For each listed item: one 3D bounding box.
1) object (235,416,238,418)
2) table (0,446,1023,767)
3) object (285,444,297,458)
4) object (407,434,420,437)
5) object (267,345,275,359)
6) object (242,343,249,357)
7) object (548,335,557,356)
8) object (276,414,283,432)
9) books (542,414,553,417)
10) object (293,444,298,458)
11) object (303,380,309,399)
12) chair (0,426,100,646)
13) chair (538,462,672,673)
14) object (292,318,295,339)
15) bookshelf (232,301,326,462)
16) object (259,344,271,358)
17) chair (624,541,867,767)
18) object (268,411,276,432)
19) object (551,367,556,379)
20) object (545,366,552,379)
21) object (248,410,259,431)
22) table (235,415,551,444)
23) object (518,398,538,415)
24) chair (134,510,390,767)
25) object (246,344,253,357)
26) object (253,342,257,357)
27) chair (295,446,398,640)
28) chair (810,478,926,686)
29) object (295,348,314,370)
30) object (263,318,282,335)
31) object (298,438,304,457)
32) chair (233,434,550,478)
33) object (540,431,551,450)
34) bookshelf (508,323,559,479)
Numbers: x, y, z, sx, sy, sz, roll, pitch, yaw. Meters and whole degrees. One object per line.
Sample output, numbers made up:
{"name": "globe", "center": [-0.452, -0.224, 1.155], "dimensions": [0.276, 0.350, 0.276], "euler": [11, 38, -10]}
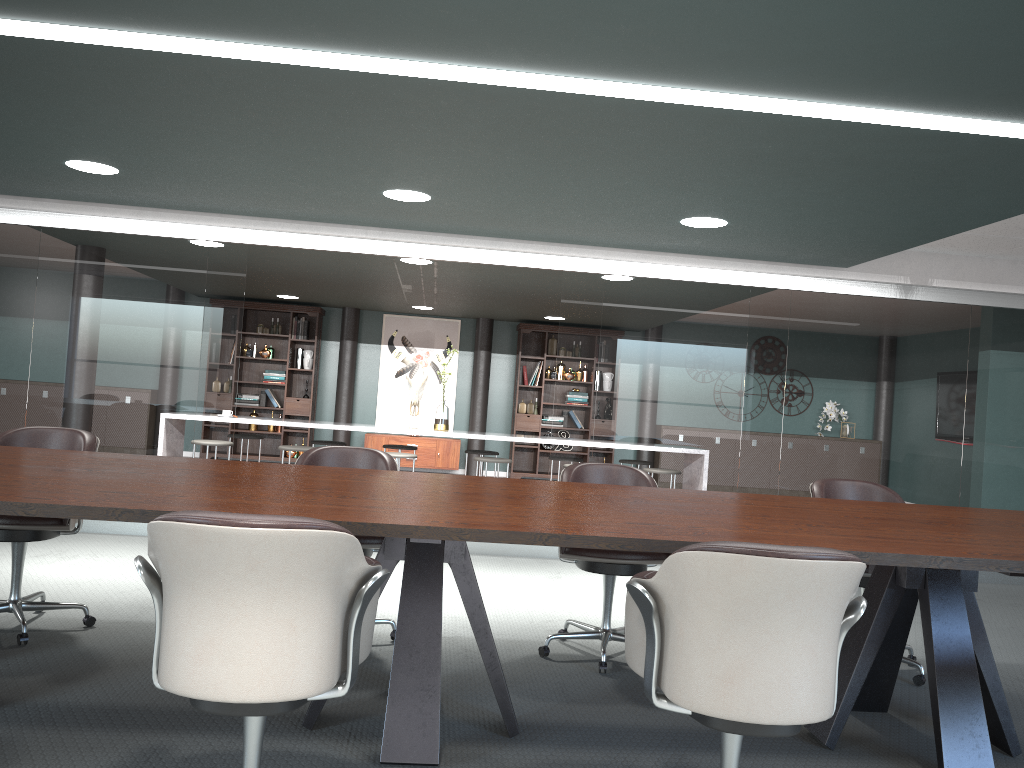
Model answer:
{"name": "object", "center": [-2.296, 0.268, 7.362], "dimensions": [0.041, 0.021, 0.044], "euler": [4, -1, 7]}
{"name": "table", "center": [-1.093, 0.626, 2.634], "dimensions": [6.694, 0.706, 1.374], "euler": [4, -1, -5]}
{"name": "object", "center": [-2.739, 0.828, 10.981], "dimensions": [0.144, 0.175, 0.073], "euler": [4, -1, -3]}
{"name": "object", "center": [-1.262, 0.616, 11.346], "dimensions": [0.245, 0.112, 0.261], "euler": [4, -1, 2]}
{"name": "object", "center": [-3.020, -0.398, 11.095], "dimensions": [0.099, 0.169, 0.099], "euler": [5, -1, -31]}
{"name": "object", "center": [-3.312, -0.421, 11.065], "dimensions": [0.105, 0.172, 0.105], "euler": [4, -1, -9]}
{"name": "object", "center": [0.523, -0.493, 11.395], "dimensions": [0.104, 0.273, 0.104], "euler": [3, -1, 31]}
{"name": "object", "center": [-2.904, 0.488, 11.113], "dimensions": [0.092, 0.222, 0.092], "euler": [3, -1, 29]}
{"name": "books", "center": [0.519, 0.407, 11.352], "dimensions": [0.268, 0.016, 0.205], "euler": [4, -1, -5]}
{"name": "object", "center": [-2.710, 0.836, 11.107], "dimensions": [0.099, 0.169, 0.099], "euler": [5, -1, -31]}
{"name": "object", "center": [-2.564, 0.067, 11.076], "dimensions": [0.077, 0.228, 0.077], "euler": [4, -1, -22]}
{"name": "chair", "center": [-1.881, 0.556, 3.441], "dimensions": [0.535, 0.761, 0.518], "euler": [4, -1, 1]}
{"name": "chair", "center": [0.379, 0.720, 3.627], "dimensions": [0.533, 0.761, 0.523], "euler": [5, -1, -23]}
{"name": "object", "center": [-2.720, -0.688, 11.102], "dimensions": [0.016, 0.268, 0.205], "euler": [4, -1, -5]}
{"name": "bookshelf", "center": [-3.108, -0.005, 11.079], "dimensions": [1.339, 1.984, 0.482], "euler": [4, -1, -5]}
{"name": "object", "center": [-3.050, -0.406, 10.969], "dimensions": [0.144, 0.175, 0.073], "euler": [4, -1, -3]}
{"name": "chair", "center": [0.516, 0.699, 1.951], "dimensions": [0.533, 0.761, 0.523], "euler": [4, -1, -19]}
{"name": "object", "center": [-2.979, 0.464, 11.013], "dimensions": [0.108, 0.256, 0.108], "euler": [3, -1, 29]}
{"name": "object", "center": [0.535, -0.137, 11.302], "dimensions": [0.079, 0.161, 0.080], "euler": [4, -1, 21]}
{"name": "object", "center": [0.471, -0.146, 11.390], "dimensions": [0.105, 0.172, 0.105], "euler": [4, -1, -9]}
{"name": "object", "center": [-3.217, 0.450, 11.045], "dimensions": [0.114, 0.251, 0.114], "euler": [4, -1, 21]}
{"name": "table", "center": [-0.634, 0.755, 7.705], "dimensions": [4.577, 0.699, 0.609], "euler": [4, -1, -5]}
{"name": "object", "center": [0.203, 0.272, 11.339], "dimensions": [0.250, 0.221, 0.186], "euler": [4, -1, -7]}
{"name": "chair", "center": [-0.543, 0.622, 1.853], "dimensions": [0.535, 0.761, 0.518], "euler": [4, -1, 1]}
{"name": "object", "center": [-3.248, -0.412, 10.977], "dimensions": [0.079, 0.161, 0.080], "euler": [5, -1, -31]}
{"name": "object", "center": [-3.175, -0.422, 10.954], "dimensions": [0.040, 0.191, 0.040], "euler": [4, -1, 4]}
{"name": "chair", "center": [-0.688, 0.643, 3.544], "dimensions": [0.535, 0.761, 0.518], "euler": [4, -1, 1]}
{"name": "chair", "center": [1.485, 0.801, 3.730], "dimensions": [0.535, 0.761, 0.518], "euler": [4, -1, 1]}
{"name": "object", "center": [-2.591, -0.311, 11.139], "dimensions": [0.268, 0.262, 0.137], "euler": [3, -1, 35]}
{"name": "object", "center": [-2.985, -0.723, 11.077], "dimensions": [0.196, 0.221, 0.184], "euler": [4, -1, -5]}
{"name": "object", "center": [-2.604, 0.798, 11.041], "dimensions": [0.108, 0.256, 0.108], "euler": [3, -1, 29]}
{"name": "chair", "center": [-0.616, 0.852, 7.764], "dimensions": [4.029, 0.512, 1.479], "euler": [4, -1, -5]}
{"name": "object", "center": [0.461, 0.724, 11.294], "dimensions": [0.224, 0.238, 0.159], "euler": [4, -1, -5]}
{"name": "bookshelf", "center": [0.674, 0.270, 11.404], "dimensions": [1.339, 1.984, 0.482], "euler": [4, -1, -5]}
